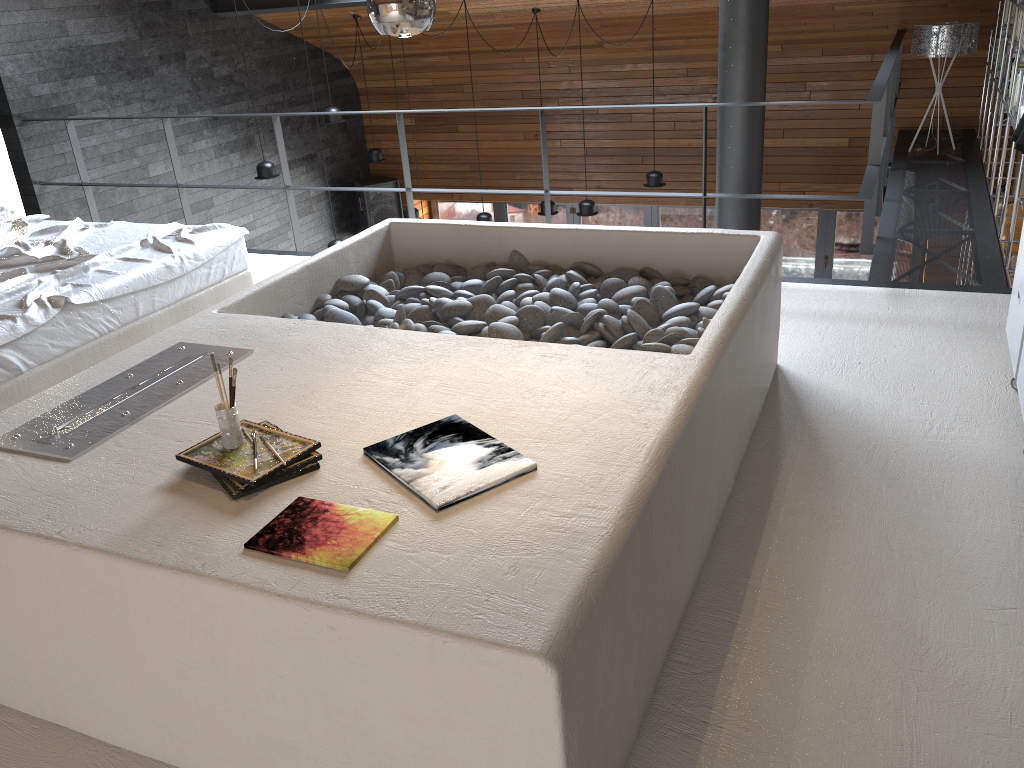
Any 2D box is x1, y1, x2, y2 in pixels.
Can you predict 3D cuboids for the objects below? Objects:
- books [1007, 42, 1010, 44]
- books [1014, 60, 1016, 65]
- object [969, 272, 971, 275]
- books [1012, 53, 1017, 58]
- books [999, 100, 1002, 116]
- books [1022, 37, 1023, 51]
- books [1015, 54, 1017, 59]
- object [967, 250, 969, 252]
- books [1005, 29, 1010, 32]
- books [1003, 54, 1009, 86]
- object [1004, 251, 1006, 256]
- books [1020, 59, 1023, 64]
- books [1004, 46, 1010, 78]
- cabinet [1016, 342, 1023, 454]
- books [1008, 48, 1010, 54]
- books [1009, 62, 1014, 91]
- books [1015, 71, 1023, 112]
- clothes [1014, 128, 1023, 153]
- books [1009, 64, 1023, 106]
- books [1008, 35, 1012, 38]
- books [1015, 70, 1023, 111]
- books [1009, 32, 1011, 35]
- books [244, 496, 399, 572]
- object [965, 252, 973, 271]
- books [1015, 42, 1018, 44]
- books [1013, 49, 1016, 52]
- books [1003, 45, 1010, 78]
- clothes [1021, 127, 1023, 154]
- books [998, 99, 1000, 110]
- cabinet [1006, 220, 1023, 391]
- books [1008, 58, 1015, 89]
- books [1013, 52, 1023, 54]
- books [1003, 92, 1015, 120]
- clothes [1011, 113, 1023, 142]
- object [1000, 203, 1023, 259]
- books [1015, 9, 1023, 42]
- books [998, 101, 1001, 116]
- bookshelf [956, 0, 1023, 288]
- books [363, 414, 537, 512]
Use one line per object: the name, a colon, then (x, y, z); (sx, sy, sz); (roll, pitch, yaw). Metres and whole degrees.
books: (3.839, -2.599, 6.719); (0.208, 0.017, 0.168); (6, 27, 23)
books: (3.445, -2.058, 5.940); (0.161, 0.222, 0.055); (6, 27, 23)
object: (4.342, -0.964, 8.276); (0.233, 0.229, 0.116); (-16, 27, -22)
books: (3.548, -2.181, 6.179); (0.148, 0.232, 0.053); (6, 27, 23)
books: (3.710, -2.093, 6.619); (0.112, 0.177, 0.009); (6, 27, 23)
books: (3.199, -2.152, 5.408); (0.139, 0.208, 0.494); (6, 27, 23)
books: (3.542, -2.153, 6.118); (0.148, 0.232, 0.053); (6, 27, 23)
object: (4.322, -1.190, 8.198); (0.233, 0.209, 0.107); (0, 25, 11)
books: (3.847, -2.673, 6.683); (0.228, 0.016, 0.182); (6, 27, 23)
books: (3.581, -2.228, 6.294); (0.137, 0.215, 0.014); (6, 27, 23)
object: (3.443, -0.929, 6.340); (0.208, 0.280, 0.131); (-2, 25, 7)
books: (3.396, -2.033, 5.886); (0.122, 0.229, 0.057); (6, 27, 23)
books: (3.792, -2.405, 6.625); (0.169, 0.232, 0.018); (6, 27, 23)
cabinet: (1.951, -0.065, 2.909); (0.435, 0.561, 0.528); (6, 27, 23)
books: (3.703, -2.336, 6.487); (0.148, 0.234, 0.013); (6, 27, 23)
books: (3.448, -2.073, 6.001); (0.127, 0.199, 0.046); (6, 27, 23)
books: (3.109, -1.748, 5.301); (0.148, 0.232, 0.053); (6, 27, 23)
clothes: (2.322, -0.947, 3.619); (0.488, 0.585, 0.074); (3, 25, 17)
books: (3.293, -1.922, 5.687); (0.139, 0.211, 0.467); (6, 27, 23)
books: (3.860, -2.625, 6.680); (0.234, 0.028, 0.180); (6, 27, 23)
books: (3.128, -1.768, 5.341); (0.148, 0.232, 0.053); (6, 27, 23)
books: (3.846, -2.656, 6.691); (0.216, 0.021, 0.174); (6, 27, 23)
books: (-0.385, 0.300, 1.803); (0.251, 0.013, 0.188); (6, 27, 23)
object: (4.226, -1.087, 7.990); (0.278, 0.222, 0.139); (12, 29, 32)
books: (3.732, -2.368, 6.510); (0.143, 0.268, 0.020); (6, 27, 23)
books: (3.606, -2.247, 6.294); (0.131, 0.247, 0.018); (6, 27, 23)
books: (3.787, -2.419, 6.654); (0.148, 0.234, 0.013); (6, 27, 23)
clothes: (2.377, -0.971, 3.661); (0.488, 0.585, 0.074); (3, 25, 17)
books: (3.773, -2.167, 6.742); (0.127, 0.201, 0.011); (6, 27, 23)
cabinet: (2.169, -0.293, 3.370); (0.435, 0.561, 0.528); (6, 27, 23)
books: (3.541, -2.161, 6.172); (0.148, 0.205, 0.053); (6, 27, 23)
books: (3.579, -2.198, 6.212); (0.148, 0.232, 0.053); (6, 27, 23)
books: (3.657, -2.031, 6.476); (0.138, 0.191, 0.049); (6, 27, 23)
clothes: (2.396, -1.024, 3.773); (0.488, 0.585, 0.074); (3, 25, 17)
object: (3.664, -1.107, 6.463); (0.215, 0.457, 0.328); (9, 28, 27)
books: (3.462, -2.424, 5.940); (0.130, 0.216, 0.311); (6, 27, 23)
books: (3.710, -2.106, 6.623); (0.111, 0.198, 0.008); (6, 27, 23)
bookshelf: (2.209, -0.368, 3.309); (0.421, 6.215, 10.746); (6, 27, 23)
books: (-0.149, 0.171, 2.041); (0.260, 0.019, 0.348); (-20, 28, -30)
